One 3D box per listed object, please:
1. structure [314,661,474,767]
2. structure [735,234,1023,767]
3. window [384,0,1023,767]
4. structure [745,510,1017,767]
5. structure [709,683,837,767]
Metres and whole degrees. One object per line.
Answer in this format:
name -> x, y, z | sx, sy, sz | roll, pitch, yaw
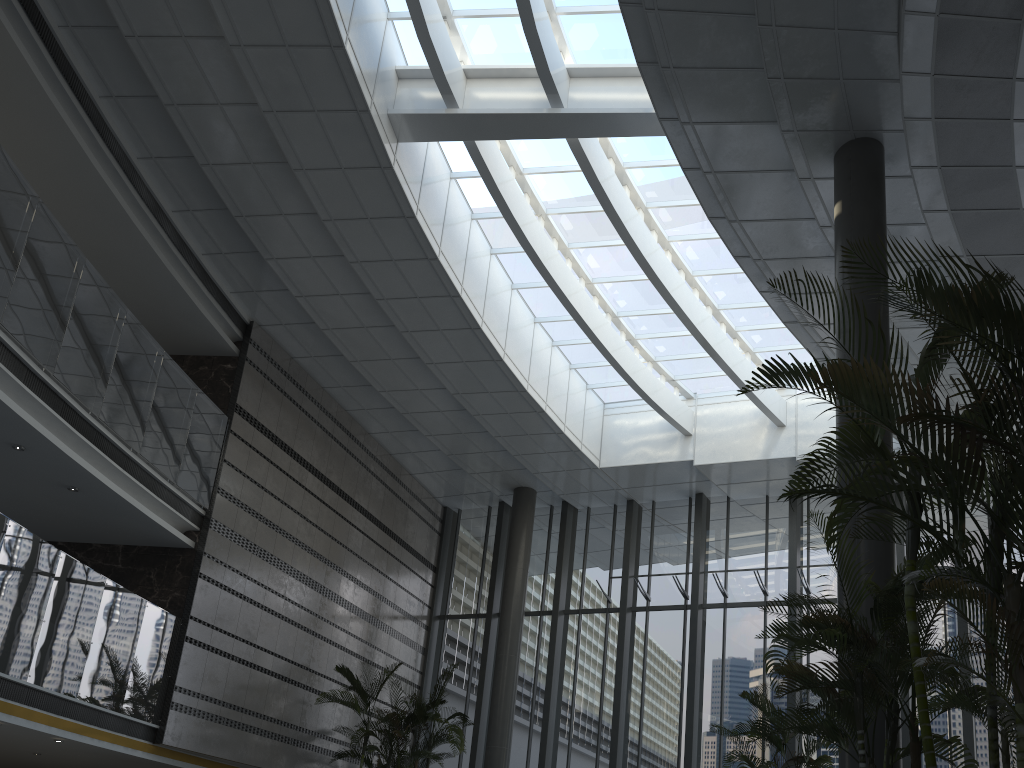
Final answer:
structure -> -1.960, 6.536, 13.558 | 2.511, 4.252, 2.689 | -6, -24, 29
structure -> 2.197, 1.230, 3.755 | 2.424, 4.251, 2.788 | 4, -22, 6
window -> -0.277, 1.372, 9.223 | 13.660, 9.167, 20.407 | -13, -33, 33
structure -> 2.333, 2.649, 5.347 | 1.634, 3.404, 2.258 | 3, -22, 9
structure -> 2.563, 4.428, 8.145 | 1.399, 3.159, 1.344 | 3, -20, 9
